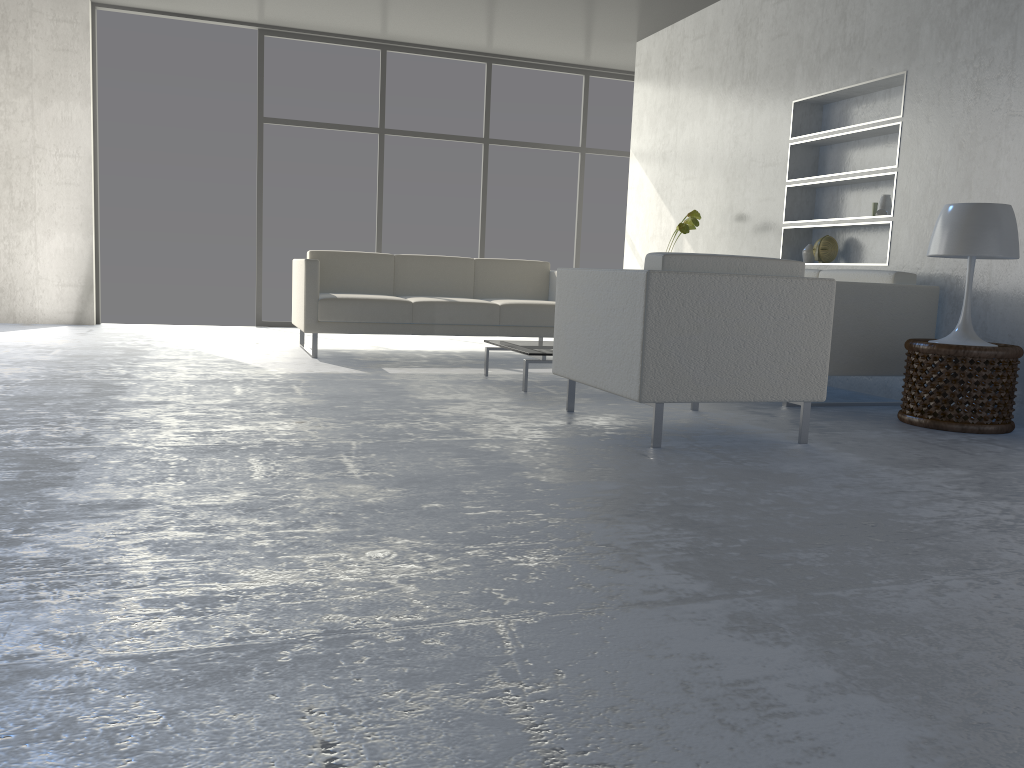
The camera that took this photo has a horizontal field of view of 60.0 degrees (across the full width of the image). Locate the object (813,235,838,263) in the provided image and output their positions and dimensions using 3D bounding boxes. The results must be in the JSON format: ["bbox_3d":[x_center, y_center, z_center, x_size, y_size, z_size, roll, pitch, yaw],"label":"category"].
[{"bbox_3d":[1.845,-0.798,5.275,0.088,0.179,0.163,-1,8,-29],"label":"object"}]

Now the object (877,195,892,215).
[{"bbox_3d":[2.025,-0.960,4.815,0.079,0.130,0.079,0,8,-21],"label":"object"}]

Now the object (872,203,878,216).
[{"bbox_3d":[2.002,-0.953,4.899,0.074,0.094,0.074,8,9,34],"label":"object"}]

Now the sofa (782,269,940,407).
[{"bbox_3d":[1.364,-0.337,5.051,0.821,0.658,1.881,0,8,-19],"label":"sofa"}]

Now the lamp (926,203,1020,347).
[{"bbox_3d":[1.924,-0.455,3.726,0.347,0.582,0.347,8,9,39],"label":"lamp"}]

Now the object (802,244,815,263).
[{"bbox_3d":[1.820,-0.792,5.426,0.086,0.128,0.086,1,7,-8],"label":"object"}]

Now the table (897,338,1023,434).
[{"bbox_3d":[1.904,0.002,3.781,0.452,0.358,0.452,-4,10,-44],"label":"table"}]

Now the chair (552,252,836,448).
[{"bbox_3d":[0.650,-0.164,3.417,0.748,0.662,0.821,0,8,-19],"label":"chair"}]

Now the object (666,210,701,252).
[{"bbox_3d":[1.070,-0.672,6.049,0.387,1.051,0.400,4,7,9],"label":"object"}]

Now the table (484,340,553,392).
[{"bbox_3d":[0.321,-0.100,4.680,0.773,0.190,0.730,0,8,-19],"label":"table"}]

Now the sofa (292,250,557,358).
[{"bbox_3d":[-0.474,-0.532,5.953,1.881,0.658,0.821,0,8,-19],"label":"sofa"}]

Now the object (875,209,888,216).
[{"bbox_3d":[1.984,-0.914,4.759,0.064,0.050,0.064,1,7,-13],"label":"object"}]

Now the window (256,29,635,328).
[{"bbox_3d":[-0.233,-1.720,8.179,4.080,2.477,0.037,0,8,-19],"label":"window"}]
